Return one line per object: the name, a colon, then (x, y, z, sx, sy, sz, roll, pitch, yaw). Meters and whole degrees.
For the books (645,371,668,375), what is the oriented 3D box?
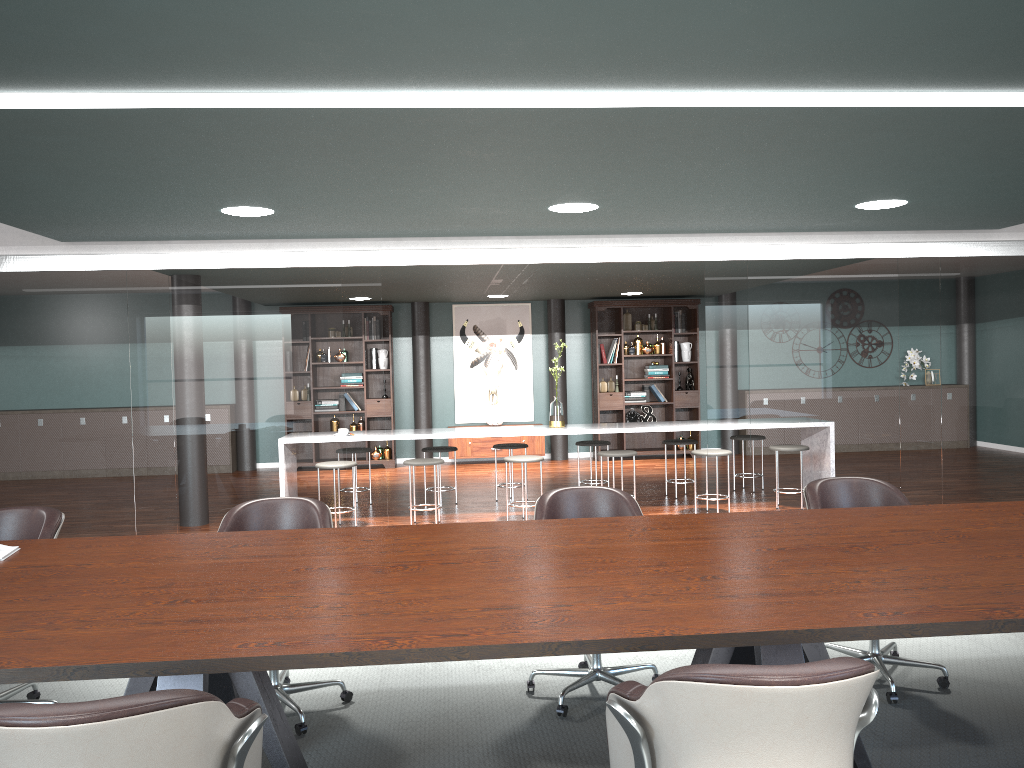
books: (1.829, -0.139, 11.221, 0.248, 0.042, 0.194, -2, 2, -5)

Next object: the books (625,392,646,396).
books: (1.549, 0.126, 11.180, 0.248, 0.042, 0.194, -2, 2, -5)

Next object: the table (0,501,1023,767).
table: (-0.095, 0.865, 2.495, 6.694, 0.706, 1.374, -2, 2, -5)

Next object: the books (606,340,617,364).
books: (1.245, -0.406, 11.163, 0.115, 0.296, 0.210, -2, 2, -5)

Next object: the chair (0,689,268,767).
chair: (-0.698, 0.876, 1.629, 0.533, 0.761, 0.523, -2, 2, -28)

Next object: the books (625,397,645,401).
books: (1.527, 0.185, 11.180, 0.248, 0.042, 0.194, -2, 2, -5)

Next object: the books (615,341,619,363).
books: (1.305, -0.414, 11.161, 0.063, 0.309, 0.210, -2, 2, -5)

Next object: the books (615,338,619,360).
books: (1.299, -0.420, 11.158, 0.062, 0.322, 0.197, -2, 2, -5)

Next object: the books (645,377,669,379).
books: (1.830, -0.082, 11.223, 0.268, 0.016, 0.205, -2, 2, -5)

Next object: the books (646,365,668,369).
books: (1.830, -0.213, 11.220, 0.248, 0.042, 0.194, -2, 2, -5)

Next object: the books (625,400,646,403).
books: (1.531, 0.220, 11.182, 0.286, 0.027, 0.184, -2, 2, -5)

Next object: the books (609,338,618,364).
books: (1.270, -0.416, 11.159, 0.090, 0.316, 0.197, -2, 2, -5)

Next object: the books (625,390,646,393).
books: (1.538, 0.097, 11.179, 0.268, 0.016, 0.205, -2, 2, -5)

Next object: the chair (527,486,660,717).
chair: (0.315, 0.802, 3.401, 0.535, 0.761, 0.518, -1, 2, 2)

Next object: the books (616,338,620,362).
books: (1.314, -0.421, 11.158, 0.062, 0.322, 0.197, -2, 2, -5)

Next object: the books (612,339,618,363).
books: (1.290, -0.414, 11.161, 0.063, 0.309, 0.210, -2, 2, -5)

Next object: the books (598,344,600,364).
books: (1.071, -0.376, 11.146, 0.042, 0.248, 0.194, -2, 2, -5)

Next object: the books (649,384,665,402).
books: (1.823, 0.115, 11.205, 0.176, 0.227, 0.194, -2, 2, -5)

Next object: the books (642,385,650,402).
books: (1.699, 0.120, 11.262, 0.063, 0.214, 0.139, -2, 2, -5)

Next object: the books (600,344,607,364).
books: (1.134, -0.380, 11.151, 0.084, 0.252, 0.194, -2, 2, -5)

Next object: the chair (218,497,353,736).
chair: (-0.882, 0.834, 3.306, 0.535, 0.761, 0.518, -1, 2, 2)

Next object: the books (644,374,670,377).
books: (1.832, -0.104, 11.224, 0.286, 0.027, 0.184, -2, 2, -5)

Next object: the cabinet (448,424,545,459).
cabinet: (-0.202, 0.720, 11.189, 1.200, 0.379, 0.368, -2, 2, -5)

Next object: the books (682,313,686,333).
books: (2.148, -0.766, 11.222, 0.042, 0.248, 0.194, -2, 2, -5)

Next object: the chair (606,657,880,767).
chair: (0.448, 0.845, 1.710, 0.535, 0.761, 0.518, -1, 2, 2)

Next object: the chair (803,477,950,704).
chair: (1.385, 0.774, 3.477, 0.533, 0.761, 0.523, -2, 2, -23)

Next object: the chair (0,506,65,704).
chair: (-1.891, 0.861, 3.227, 0.535, 0.761, 0.518, -1, 2, 16)

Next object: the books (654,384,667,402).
books: (1.857, 0.113, 11.208, 0.166, 0.228, 0.205, -2, 2, -5)

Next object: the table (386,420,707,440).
table: (0.403, 0.719, 7.562, 4.577, 0.699, 0.609, -2, 2, -5)

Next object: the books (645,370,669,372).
books: (1.828, -0.169, 11.221, 0.268, 0.016, 0.205, -2, 2, -5)

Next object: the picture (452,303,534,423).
picture: (-0.240, -0.266, 11.336, 1.002, 1.512, 0.031, -2, 2, -5)

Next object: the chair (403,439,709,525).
chair: (0.431, 0.811, 7.625, 4.029, 0.512, 1.479, -2, 2, -5)
